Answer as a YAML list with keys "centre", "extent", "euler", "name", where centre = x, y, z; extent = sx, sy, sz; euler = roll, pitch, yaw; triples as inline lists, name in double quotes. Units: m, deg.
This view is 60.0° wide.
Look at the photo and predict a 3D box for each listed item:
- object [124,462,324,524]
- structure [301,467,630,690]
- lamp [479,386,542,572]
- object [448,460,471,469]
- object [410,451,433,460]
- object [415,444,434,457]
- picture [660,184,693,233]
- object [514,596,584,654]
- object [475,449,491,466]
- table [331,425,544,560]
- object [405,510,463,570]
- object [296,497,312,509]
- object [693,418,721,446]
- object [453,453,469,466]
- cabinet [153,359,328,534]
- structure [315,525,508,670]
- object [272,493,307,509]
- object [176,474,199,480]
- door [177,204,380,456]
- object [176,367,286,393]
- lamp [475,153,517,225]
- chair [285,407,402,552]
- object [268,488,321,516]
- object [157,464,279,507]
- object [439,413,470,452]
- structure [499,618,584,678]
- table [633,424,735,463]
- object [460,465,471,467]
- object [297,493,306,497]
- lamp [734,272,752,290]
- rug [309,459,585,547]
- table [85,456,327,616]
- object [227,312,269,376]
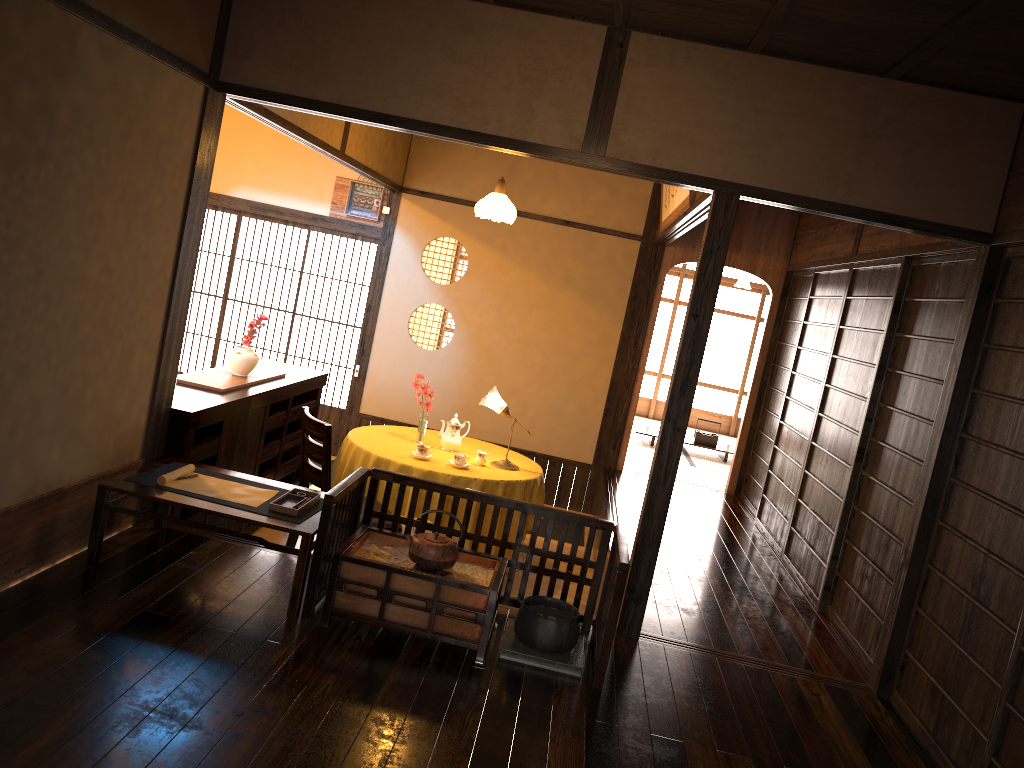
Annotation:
- centre: [-1.181, 0.453, 3.753]
  extent: [0.761, 0.003, 0.406]
  euler: [13, 7, 7]
  name: "object"
- centre: [-0.163, 0.764, 3.690]
  extent: [1.197, 0.498, 0.599]
  euler: [12, 6, 4]
  name: "structure"
- centre: [-0.062, 0.629, 5.781]
  extent: [0.512, 1.200, 0.198]
  euler: [12, 5, 4]
  name: "lamp"
- centre: [-0.329, 0.501, 5.484]
  extent: [0.144, 0.024, 0.145]
  euler: [7, 8, -36]
  name: "object"
- centre: [-0.565, 0.449, 5.501]
  extent: [0.144, 0.024, 0.145]
  euler: [7, 8, -36]
  name: "object"
- centre: [-0.554, 0.419, 5.496]
  extent: [0.099, 0.075, 0.090]
  euler: [15, 7, 28]
  name: "object"
- centre: [1.055, -1.336, 5.746]
  extent: [0.117, 0.563, 2.048]
  euler: [12, 6, 4]
  name: "picture"
- centre: [0.145, 0.978, 3.605]
  extent: [0.266, 0.147, 0.268]
  euler: [8, 7, -29]
  name: "object"
- centre: [-0.193, 0.469, 5.669]
  extent: [0.083, 0.097, 0.078]
  euler: [9, 6, -27]
  name: "object"
- centre: [-0.505, 0.781, 5.915]
  extent: [1.445, 0.694, 1.446]
  euler: [12, 6, 4]
  name: "table"
- centre: [-0.302, 0.609, 3.546]
  extent: [0.199, 0.215, 0.198]
  euler: [17, 8, 42]
  name: "object"
- centre: [-0.877, 0.504, 3.744]
  extent: [0.012, 0.012, 0.180]
  euler: [12, 7, 4]
  name: "object"
- centre: [2.169, 0.528, 9.850]
  extent: [0.260, 0.258, 0.150]
  euler: [12, 5, 4]
  name: "object"
- centre: [-0.321, 0.470, 5.477]
  extent: [0.090, 0.075, 0.099]
  euler: [11, 6, -11]
  name: "object"
- centre: [-1.749, 0.448, 5.329]
  extent: [0.489, 0.968, 2.191]
  euler: [12, 6, 4]
  name: "cabinet"
- centre: [-0.376, 0.836, 3.568]
  extent: [0.666, 0.299, 0.454]
  euler: [12, 6, 4]
  name: "structure"
- centre: [-0.928, 0.496, 3.695]
  extent: [0.082, 0.019, 0.201]
  euler: [12, 7, 5]
  name: "object"
- centre: [-1.387, 0.398, 3.789]
  extent: [0.012, 0.010, 0.141]
  euler: [14, 7, 19]
  name: "object"
- centre: [-2.656, -0.597, 8.099]
  extent: [2.649, 1.995, 0.066]
  euler: [12, 5, 4]
  name: "door"
- centre: [-1.655, -0.039, 5.318]
  extent: [0.267, 0.020, 1.000]
  euler: [12, 7, 4]
  name: "object"
- centre: [-0.037, -1.453, 5.736]
  extent: [0.250, 0.808, 0.277]
  euler: [14, 6, 26]
  name: "lamp"
- centre: [-0.949, 0.666, 4.967]
  extent: [0.576, 0.958, 0.493]
  euler: [9, 6, -31]
  name: "chair"
- centre: [-0.912, 0.495, 3.734]
  extent: [0.121, 0.028, 0.296]
  euler: [12, 7, 5]
  name: "object"
- centre: [-1.229, 0.423, 3.742]
  extent: [0.430, 0.038, 0.276]
  euler: [12, 7, 4]
  name: "object"
- centre: [-0.389, 0.319, 5.921]
  extent: [0.164, 0.252, 0.154]
  euler: [14, 6, 17]
  name: "object"
- centre: [0.128, 1.069, 3.611]
  extent: [0.330, 0.040, 0.331]
  euler: [12, 7, 4]
  name: "structure"
- centre: [1.947, 0.671, 9.880]
  extent: [1.201, 0.118, 0.601]
  euler: [12, 7, 4]
  name: "table"
- centre: [-0.305, 0.502, 5.437]
  extent: [0.126, 0.019, 0.029]
  euler: [13, 6, 7]
  name: "object"
- centre: [-0.909, 0.484, 3.821]
  extent: [0.040, 0.021, 0.040]
  euler: [8, 7, -33]
  name: "object"
- centre: [2.607, -1.438, 9.683]
  extent: [0.197, 0.796, 0.225]
  euler: [13, 5, 12]
  name: "lamp"
- centre: [-0.844, 0.893, 7.372]
  extent: [2.956, 0.005, 0.903]
  euler: [12, 7, 4]
  name: "rug"
- centre: [-1.207, 0.620, 3.768]
  extent: [0.880, 0.336, 0.601]
  euler: [12, 6, 4]
  name: "table"
- centre: [-1.597, -0.244, 5.430]
  extent: [0.189, 0.377, 0.321]
  euler: [13, 6, 13]
  name: "object"
